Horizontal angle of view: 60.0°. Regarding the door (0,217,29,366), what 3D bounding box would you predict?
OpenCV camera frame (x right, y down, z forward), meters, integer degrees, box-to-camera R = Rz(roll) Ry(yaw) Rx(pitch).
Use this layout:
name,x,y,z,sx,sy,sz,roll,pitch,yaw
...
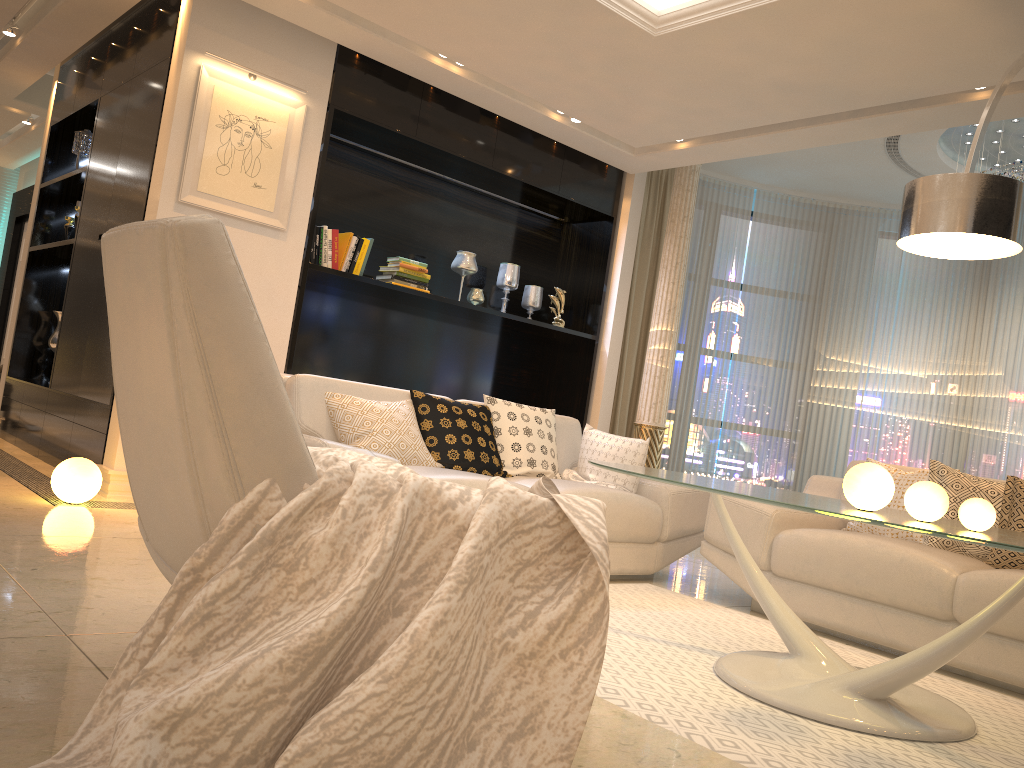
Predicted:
name,x,y,z,sx,sy,sz,roll,pitch,yaw
door,-5.142,-0.754,9.227,0.089,2.034,0.919,11,-3,-41

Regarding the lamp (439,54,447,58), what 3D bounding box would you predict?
name,x,y,z,sx,sy,sz,roll,pitch,yaw
lamp,-0.370,-1.916,5.018,0.107,0.127,0.107,10,-3,-30

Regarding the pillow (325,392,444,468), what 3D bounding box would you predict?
name,x,y,z,sx,sy,sz,roll,pitch,yaw
pillow,-0.568,0.216,3.960,0.521,0.329,0.351,11,-3,-41

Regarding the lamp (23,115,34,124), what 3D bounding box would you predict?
name,x,y,z,sx,sy,sz,roll,pitch,yaw
lamp,-4.374,-2.412,8.007,0.107,0.127,0.107,7,-3,30

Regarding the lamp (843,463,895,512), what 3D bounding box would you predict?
name,x,y,z,sx,sy,sz,roll,pitch,yaw
lamp,1.060,0.306,2.636,0.143,0.143,0.143,7,-3,34

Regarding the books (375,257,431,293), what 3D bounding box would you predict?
name,x,y,z,sx,sy,sz,roll,pitch,yaw
books,-0.700,-0.701,5.787,0.296,0.197,0.260,10,-3,-38

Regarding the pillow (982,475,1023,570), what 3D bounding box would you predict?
name,x,y,z,sx,sy,sz,roll,pitch,yaw
pillow,2.215,0.585,3.507,0.301,0.436,0.575,10,-3,-35

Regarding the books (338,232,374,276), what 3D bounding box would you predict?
name,x,y,z,sx,sy,sz,roll,pitch,yaw
books,-1.011,-0.790,5.480,0.210,0.261,0.212,11,-3,-41

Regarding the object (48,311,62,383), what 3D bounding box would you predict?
name,x,y,z,sx,sy,sz,roll,pitch,yaw
object,-3.291,-0.259,6.508,0.221,0.522,0.221,10,-3,-36

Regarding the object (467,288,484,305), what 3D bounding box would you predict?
name,x,y,z,sx,sy,sz,roll,pitch,yaw
object,-0.257,-0.591,6.236,0.119,0.154,0.119,10,-3,-31

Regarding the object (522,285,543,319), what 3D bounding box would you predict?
name,x,y,z,sx,sy,sz,roll,pitch,yaw
object,0.144,-0.580,6.722,0.147,0.317,0.147,10,-3,-39

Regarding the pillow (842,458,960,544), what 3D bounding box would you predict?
name,x,y,z,sx,sy,sz,roll,pitch,yaw
pillow,1.782,0.547,4.078,0.222,0.380,0.463,10,-3,-36

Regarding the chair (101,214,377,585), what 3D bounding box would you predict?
name,x,y,z,sx,sy,sz,roll,pitch,yaw
chair,-0.459,0.211,2.033,0.983,0.991,1.027,11,-3,-41

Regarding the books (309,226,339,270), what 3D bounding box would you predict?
name,x,y,z,sx,sy,sz,roll,pitch,yaw
books,-1.180,-0.826,5.326,0.240,0.270,0.208,11,-3,-41

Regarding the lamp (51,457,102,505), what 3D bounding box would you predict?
name,x,y,z,sx,sy,sz,roll,pitch,yaw
lamp,-2.017,0.447,4.109,0.213,0.214,0.212,9,-2,-1

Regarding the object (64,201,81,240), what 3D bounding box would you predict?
name,x,y,z,sx,sy,sz,roll,pitch,yaw
object,-3.138,-1.131,6.347,0.176,0.361,0.079,7,-3,30

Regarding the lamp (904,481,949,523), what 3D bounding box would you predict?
name,x,y,z,sx,sy,sz,roll,pitch,yaw
lamp,1.170,0.332,2.504,0.115,0.115,0.115,9,-2,-15

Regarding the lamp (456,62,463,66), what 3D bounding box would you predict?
name,x,y,z,sx,sy,sz,roll,pitch,yaw
lamp,-0.279,-1.899,5.097,0.107,0.127,0.107,7,-3,30

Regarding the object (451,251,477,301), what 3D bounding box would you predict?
name,x,y,z,sx,sy,sz,roll,pitch,yaw
object,-0.345,-0.722,6.163,0.181,0.381,0.181,7,-3,43

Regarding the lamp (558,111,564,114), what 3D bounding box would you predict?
name,x,y,z,sx,sy,sz,roll,pitch,yaw
lamp,0.333,-1.785,5.633,0.107,0.127,0.107,7,-3,30

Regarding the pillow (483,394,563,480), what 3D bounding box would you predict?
name,x,y,z,sx,sy,sz,roll,pitch,yaw
pillow,0.087,0.291,4.599,0.526,0.399,0.255,11,-3,-41

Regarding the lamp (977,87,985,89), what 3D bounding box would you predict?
name,x,y,z,sx,sy,sz,roll,pitch,yaw
lamp,2.319,-1.530,4.394,0.107,0.127,0.107,10,-2,-22

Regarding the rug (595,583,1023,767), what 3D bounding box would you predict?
name,x,y,z,sx,sy,sz,roll,pitch,yaw
rug,0.994,0.955,2.695,1.661,0.020,2.900,11,-3,-41

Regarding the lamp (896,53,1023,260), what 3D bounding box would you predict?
name,x,y,z,sx,sy,sz,roll,pitch,yaw
lamp,2.107,-0.111,3.589,2.009,2.519,0.393,11,-3,-41

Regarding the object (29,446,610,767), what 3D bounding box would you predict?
name,x,y,z,sx,sy,sz,roll,pitch,yaw
object,-0.314,0.428,1.904,0.972,0.580,1.347,9,-2,-4

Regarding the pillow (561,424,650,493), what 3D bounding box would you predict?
name,x,y,z,sx,sy,sz,roll,pitch,yaw
pillow,0.464,0.377,4.594,0.281,0.325,0.521,10,-3,-31

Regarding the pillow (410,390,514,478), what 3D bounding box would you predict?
name,x,y,z,sx,sy,sz,roll,pitch,yaw
pillow,-0.228,0.245,4.268,0.524,0.355,0.323,11,-3,-40

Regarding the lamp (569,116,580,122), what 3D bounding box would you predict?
name,x,y,z,sx,sy,sz,roll,pitch,yaw
lamp,0.424,-1.755,5.721,0.107,0.127,0.107,7,-3,30

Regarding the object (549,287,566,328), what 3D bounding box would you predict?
name,x,y,z,sx,sy,sz,roll,pitch,yaw
object,0.337,-0.559,6.563,0.182,0.293,0.116,11,-3,-44

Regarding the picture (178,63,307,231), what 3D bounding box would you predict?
name,x,y,z,sx,sy,sz,roll,pitch,yaw
picture,-1.435,-1.257,4.766,0.610,0.729,0.027,11,-3,-41

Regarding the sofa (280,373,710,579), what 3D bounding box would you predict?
name,x,y,z,sx,sy,sz,roll,pitch,yaw
sofa,-0.184,0.460,4.265,2.328,0.754,1.145,11,-3,-41

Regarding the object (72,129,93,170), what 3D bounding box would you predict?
name,x,y,z,sx,sy,sz,roll,pitch,yaw
object,-2.960,-1.586,6.126,0.155,0.347,0.155,7,-3,29

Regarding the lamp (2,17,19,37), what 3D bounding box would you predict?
name,x,y,z,sx,sy,sz,roll,pitch,yaw
lamp,-3.259,-2.329,5.764,0.107,0.127,0.107,7,-3,30

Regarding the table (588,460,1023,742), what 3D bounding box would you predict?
name,x,y,z,sx,sy,sz,roll,pitch,yaw
table,1.029,0.663,2.731,0.999,0.565,2.140,11,-3,-42

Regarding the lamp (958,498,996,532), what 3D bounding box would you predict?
name,x,y,z,sx,sy,sz,roll,pitch,yaw
lamp,1.258,0.354,2.399,0.090,0.091,0.090,8,-2,10

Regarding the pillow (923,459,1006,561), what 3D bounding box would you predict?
name,x,y,z,sx,sy,sz,roll,pitch,yaw
pillow,2.062,0.578,3.796,0.587,0.429,0.288,8,-2,24

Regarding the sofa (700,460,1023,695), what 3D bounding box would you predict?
name,x,y,z,sx,sy,sz,roll,pitch,yaw
sofa,2.056,0.777,3.630,1.145,0.754,2.328,11,-3,-41

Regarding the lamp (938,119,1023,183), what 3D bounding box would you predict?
name,x,y,z,sx,sy,sz,roll,pitch,yaw
lamp,3.942,-1.309,5.879,2.109,0.685,2.109,9,-2,4

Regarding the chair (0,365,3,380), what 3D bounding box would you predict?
name,x,y,z,sx,sy,sz,roll,pitch,yaw
chair,-4.117,-0.100,7.221,0.702,0.898,0.625,10,-3,-39

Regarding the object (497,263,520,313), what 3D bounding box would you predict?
name,x,y,z,sx,sy,sz,roll,pitch,yaw
object,-0.044,-0.671,6.560,0.156,0.426,0.156,10,-3,-36
